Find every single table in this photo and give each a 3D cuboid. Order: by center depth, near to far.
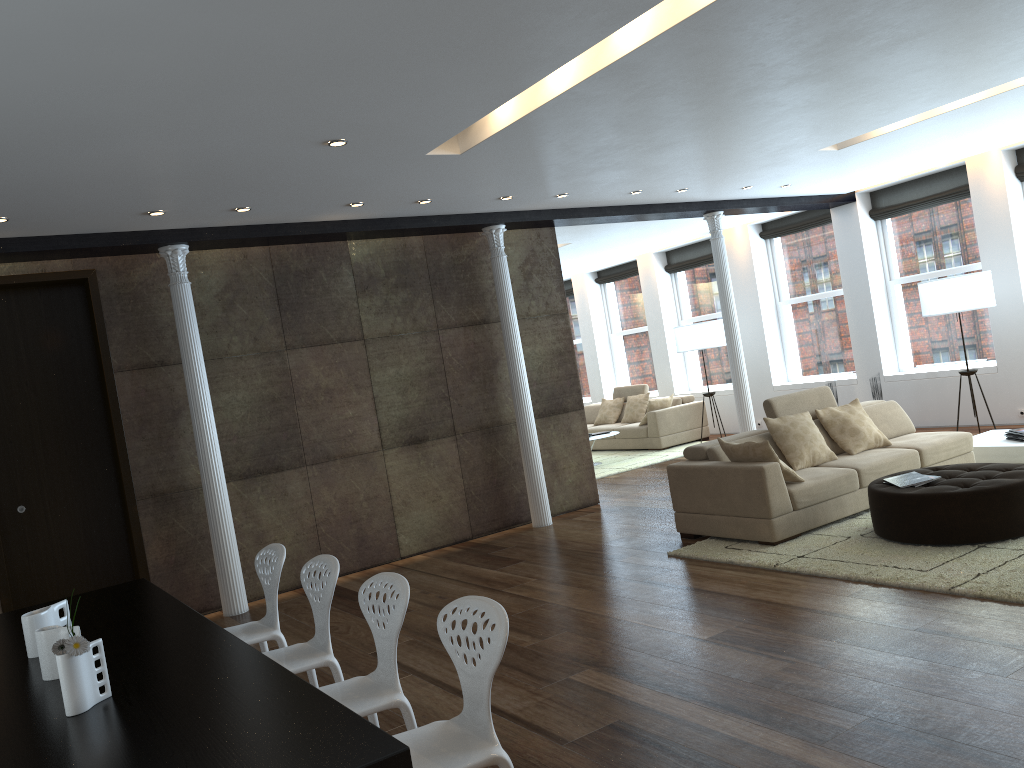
[{"bbox_3d":[-1.573,1.400,3.154,1.200,0.733,3.400,-10,1,-32],"label":"table"},{"bbox_3d":[4.543,0.565,8.003,0.900,0.170,0.900,-10,1,-32],"label":"table"},{"bbox_3d":[1.025,0.947,12.388,1.022,0.393,1.022,-9,1,12],"label":"table"}]

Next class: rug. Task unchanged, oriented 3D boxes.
[{"bbox_3d":[3.690,0.833,6.379,4.231,0.020,2.972,-10,1,-32],"label":"rug"},{"bbox_3d":[0.806,1.172,13.361,2.972,0.020,4.231,-10,1,-32],"label":"rug"}]

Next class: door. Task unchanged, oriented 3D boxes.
[{"bbox_3d":[-3.509,0.596,6.776,1.000,2.814,0.510,-10,1,-32],"label":"door"}]

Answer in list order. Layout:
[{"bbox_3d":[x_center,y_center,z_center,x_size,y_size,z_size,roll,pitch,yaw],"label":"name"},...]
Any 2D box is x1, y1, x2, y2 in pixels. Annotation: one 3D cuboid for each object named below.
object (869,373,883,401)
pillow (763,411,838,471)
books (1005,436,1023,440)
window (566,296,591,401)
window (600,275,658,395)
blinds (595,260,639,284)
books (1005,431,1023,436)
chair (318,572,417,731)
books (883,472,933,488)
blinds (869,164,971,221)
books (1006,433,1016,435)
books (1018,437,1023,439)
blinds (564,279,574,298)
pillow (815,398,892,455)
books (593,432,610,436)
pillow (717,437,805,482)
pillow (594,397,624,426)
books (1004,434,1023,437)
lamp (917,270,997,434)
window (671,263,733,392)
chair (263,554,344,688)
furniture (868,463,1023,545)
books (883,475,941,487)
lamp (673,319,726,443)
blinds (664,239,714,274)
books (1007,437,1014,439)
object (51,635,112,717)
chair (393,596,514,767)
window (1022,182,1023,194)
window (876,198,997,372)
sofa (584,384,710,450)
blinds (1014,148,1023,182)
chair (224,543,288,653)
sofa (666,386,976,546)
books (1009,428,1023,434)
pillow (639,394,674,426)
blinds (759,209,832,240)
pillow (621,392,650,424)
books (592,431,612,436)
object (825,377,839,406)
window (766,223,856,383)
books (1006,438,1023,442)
[{"bbox_3d":[4.395,0.249,10.623,0.458,0.781,0.458,-10,1,-33],"label":"object"},{"bbox_3d":[2.321,0.442,7.125,0.534,0.439,0.301,-10,1,-29],"label":"pillow"},{"bbox_3d":[4.536,0.459,7.814,0.220,0.010,0.300,-9,1,3],"label":"books"},{"bbox_3d":[3.166,-0.654,25.552,34.761,17.917,13.698,-10,1,-32],"label":"window"},{"bbox_3d":[2.158,-0.907,15.512,0.123,2.400,1.444,-10,1,-32],"label":"window"},{"bbox_3d":[1.932,-1.958,15.456,0.156,0.275,1.442,-10,1,-32],"label":"blinds"},{"bbox_3d":[4.530,0.421,7.813,0.220,0.010,0.300,-9,1,3],"label":"books"},{"bbox_3d":[-0.621,1.188,3.305,0.581,0.835,0.495,-10,1,-32],"label":"chair"},{"bbox_3d":[2.638,0.639,5.915,0.220,0.040,0.301,-9,1,3],"label":"books"},{"bbox_3d":[4.932,-2.298,10.655,0.183,0.395,1.431,-10,1,-32],"label":"blinds"},{"bbox_3d":[4.557,0.426,7.812,0.220,0.010,0.300,-10,1,-17],"label":"books"},{"bbox_3d":[4.560,0.445,7.812,0.220,0.010,0.300,-9,1,18],"label":"books"},{"bbox_3d":[0.975,-1.803,16.992,0.156,0.327,1.377,-10,1,-32],"label":"blinds"},{"bbox_3d":[2.849,0.359,7.448,0.519,0.416,0.368,-10,1,-28],"label":"pillow"},{"bbox_3d":[1.229,0.707,12.519,0.300,0.010,0.220,-9,1,3],"label":"books"},{"bbox_3d":[1.817,0.559,6.518,0.395,0.393,0.518,-10,1,-29],"label":"pillow"},{"bbox_3d":[1.579,0.434,14.322,0.368,0.416,0.519,-10,1,-37],"label":"pillow"},{"bbox_3d":[4.533,0.440,7.813,0.220,0.010,0.300,-10,1,-7],"label":"books"},{"bbox_3d":[4.764,-0.269,9.303,0.698,1.728,0.698,-10,1,-9],"label":"lamp"},{"bbox_3d":[3.108,-1.034,13.995,0.123,2.400,1.345,-10,1,-32],"label":"window"},{"bbox_3d":[-1.004,1.239,3.933,0.581,0.835,0.495,-10,1,-32],"label":"chair"},{"bbox_3d":[2.938,0.778,5.885,1.057,0.355,1.057,-10,1,-30],"label":"furniture"},{"bbox_3d":[2.665,0.642,5.914,0.219,0.031,0.300,-10,1,-17],"label":"books"},{"bbox_3d":[2.757,-0.002,12.506,0.698,1.728,0.698,-10,1,-9],"label":"lamp"},{"bbox_3d":[2.891,-2.026,13.943,0.156,0.393,1.342,-10,1,-32],"label":"blinds"},{"bbox_3d":[4.563,0.465,7.813,0.220,0.010,0.300,-10,1,-12],"label":"books"},{"bbox_3d":[-1.305,0.875,2.712,0.076,0.233,0.161,-8,1,39],"label":"object"},{"bbox_3d":[-0.253,1.139,2.709,0.581,0.835,0.495,-10,1,-32],"label":"chair"},{"bbox_3d":[6.134,-1.439,9.163,0.123,2.400,1.442,-10,1,-32],"label":"window"},{"bbox_3d":[5.162,-1.309,10.716,0.123,2.400,1.432,-10,1,-32],"label":"window"},{"bbox_3d":[1.795,0.525,14.012,1.018,0.950,2.581,-10,1,-32],"label":"sofa"},{"bbox_3d":[5.920,-2.424,9.109,0.156,0.424,1.439,-10,1,-32],"label":"blinds"},{"bbox_3d":[-1.389,1.291,4.511,0.581,0.835,0.495,-10,1,-32],"label":"chair"},{"bbox_3d":[2.561,0.531,7.251,2.581,0.950,1.021,-10,1,-32],"label":"sofa"},{"bbox_3d":[4.553,0.407,7.812,0.220,0.010,0.300,-9,1,8],"label":"books"},{"bbox_3d":[2.126,0.381,13.031,0.518,0.393,0.395,-10,1,-36],"label":"pillow"},{"bbox_3d":[3.976,-2.231,12.193,0.156,0.275,1.396,-10,1,-32],"label":"blinds"},{"bbox_3d":[1.918,0.378,13.801,0.301,0.439,0.534,-10,1,-36],"label":"pillow"},{"bbox_3d":[1.229,0.697,12.544,0.300,0.010,0.220,-10,1,-17],"label":"books"},{"bbox_3d":[3.967,0.314,10.901,0.458,0.781,0.458,-10,1,-33],"label":"object"},{"bbox_3d":[4.203,-1.181,12.247,0.123,2.400,1.391,-10,1,-32],"label":"window"},{"bbox_3d":[4.539,0.478,7.814,0.220,0.010,0.300,-9,1,3],"label":"books"}]
